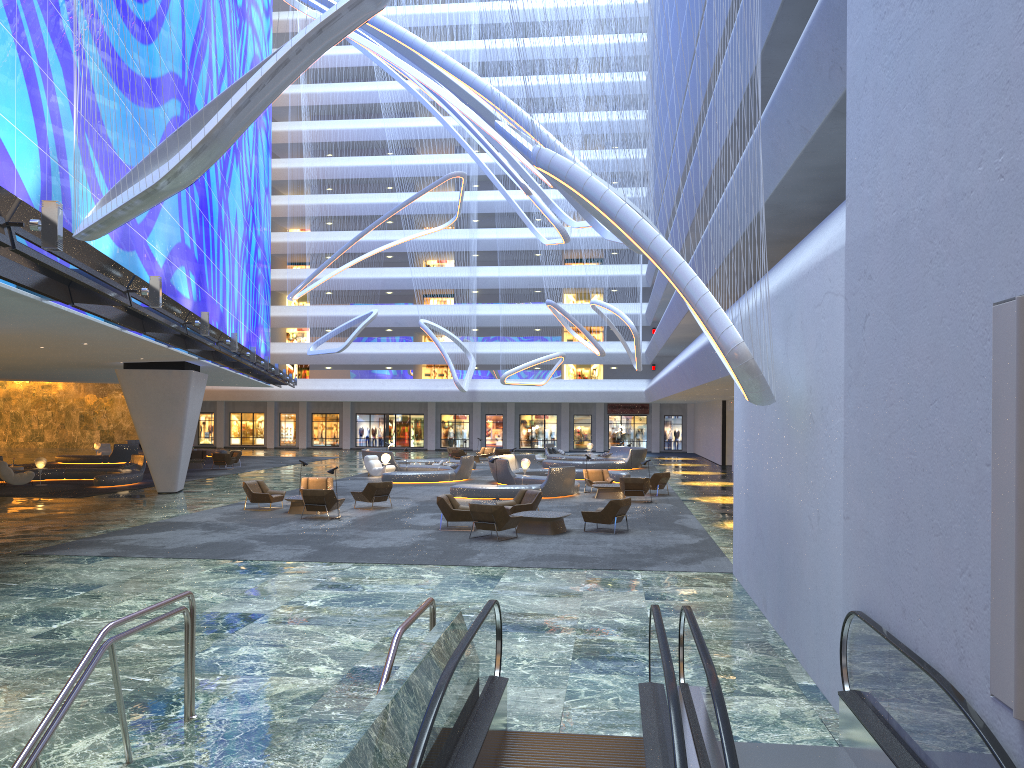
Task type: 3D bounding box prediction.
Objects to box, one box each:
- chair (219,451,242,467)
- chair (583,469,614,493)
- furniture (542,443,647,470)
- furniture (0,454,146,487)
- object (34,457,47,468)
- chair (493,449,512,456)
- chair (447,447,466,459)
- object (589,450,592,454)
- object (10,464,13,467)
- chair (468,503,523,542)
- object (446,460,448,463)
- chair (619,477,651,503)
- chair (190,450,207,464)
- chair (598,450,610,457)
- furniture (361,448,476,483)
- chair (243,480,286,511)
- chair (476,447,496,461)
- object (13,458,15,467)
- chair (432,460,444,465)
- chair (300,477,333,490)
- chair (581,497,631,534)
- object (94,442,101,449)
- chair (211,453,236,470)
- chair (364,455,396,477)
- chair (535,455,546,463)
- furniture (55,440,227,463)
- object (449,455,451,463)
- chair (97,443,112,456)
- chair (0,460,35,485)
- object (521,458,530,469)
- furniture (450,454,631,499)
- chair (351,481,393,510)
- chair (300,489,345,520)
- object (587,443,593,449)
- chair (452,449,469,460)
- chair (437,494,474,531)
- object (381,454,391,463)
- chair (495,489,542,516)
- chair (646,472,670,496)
[{"bbox_3d":[-13.554,3.613,42.642,0.939,0.766,0.929,2,-2,-45],"label":"chair"},{"bbox_3d":[2.893,3.286,29.976,0.929,0.766,0.939,1,-1,-10],"label":"chair"},{"bbox_3d":[4.254,3.726,46.464,5.185,0.969,9.932,0,-2,3],"label":"furniture"},{"bbox_3d":[-18.232,3.122,33.069,9.926,0.969,5.188,0,-2,24],"label":"furniture"},{"bbox_3d":[-16.664,2.782,31.336,0.318,0.387,0.367,0,-1,14],"label":"object"},{"bbox_3d":[-0.504,3.877,47.863,0.929,0.766,0.939,1,-1,-15],"label":"chair"},{"bbox_3d":[-3.106,3.907,49.252,0.929,0.766,0.939,1,-2,-40],"label":"chair"},{"bbox_3d":[4.357,3.797,49.078,0.131,0.252,0.103,0,0,-10],"label":"object"},{"bbox_3d":[-19.860,3.234,35.169,0.151,0.118,0.071,-1,-1,42],"label":"object"},{"bbox_3d":[-0.387,2.878,18.675,0.929,0.766,0.939,0,-1,33],"label":"chair"},{"bbox_3d":[-2.977,3.522,40.385,0.071,0.118,0.151,0,-1,17],"label":"object"},{"bbox_3d":[3.714,3.180,26.727,0.929,0.766,0.939,0,-1,13],"label":"chair"},{"bbox_3d":[-15.255,3.611,42.887,0.929,0.766,0.939,1,-1,-20],"label":"chair"},{"bbox_3d":[5.224,3.901,47.483,0.939,0.766,0.930,-1,-2,40],"label":"chair"},{"bbox_3d":[-4.172,3.382,38.019,5.185,0.969,9.932,0,-2,-1],"label":"furniture"},{"bbox_3d":[-6.742,3.021,24.041,0.938,0.766,0.930,0,-1,15],"label":"chair"},{"bbox_3d":[-1.423,3.930,49.599,0.929,0.766,0.939,0,-1,25],"label":"chair"},{"bbox_3d":[-19.871,3.121,35.322,0.076,0.356,0.066,0,0,-1],"label":"object"},{"bbox_3d":[-3.897,3.738,40.590,1.785,0.501,0.585,1,-1,-29],"label":"chair"},{"bbox_3d":[-5.565,3.071,25.293,0.929,0.766,0.939,1,-1,-10],"label":"chair"},{"bbox_3d":[2.139,2.938,19.937,0.938,0.766,0.930,0,-1,31],"label":"chair"},{"bbox_3d":[-22.123,3.292,47.277,0.367,0.387,0.318,0,-1,14],"label":"object"},{"bbox_3d":[-13.278,3.549,40.696,0.929,0.766,0.939,0,-1,5],"label":"chair"},{"bbox_3d":[-5.474,3.405,36.702,1.157,0.882,0.729,0,-1,26],"label":"chair"},{"bbox_3d":[1.487,3.980,46.640,0.586,0.501,0.491,-1,-1,41],"label":"chair"},{"bbox_3d":[-20.391,3.647,48.842,5.185,0.969,9.932,0,-2,24],"label":"furniture"},{"bbox_3d":[-2.844,3.407,40.461,0.066,0.356,0.076,0,0,-26],"label":"object"},{"bbox_3d":[-22.111,3.690,48.187,0.729,0.882,1.157,1,-1,-39],"label":"chair"},{"bbox_3d":[-17.577,3.143,31.350,1.157,0.882,0.729,1,-1,-39],"label":"chair"},{"bbox_3d":[0.505,2.941,32.737,0.367,0.387,0.318,0,-1,14],"label":"object"},{"bbox_3d":[0.736,3.200,31.735,5.185,0.969,9.932,0,-2,23],"label":"furniture"},{"bbox_3d":[-3.814,3.052,24.403,0.939,0.766,0.930,-1,-2,40],"label":"chair"},{"bbox_3d":[-4.744,2.965,22.044,0.929,0.766,0.939,0,-1,13],"label":"chair"},{"bbox_3d":[4.547,3.625,51.695,0.367,0.387,0.318,1,-1,-11],"label":"object"},{"bbox_3d":[-2.624,3.815,46.470,0.939,0.766,0.929,1,-2,-42],"label":"chair"},{"bbox_3d":[-1.203,2.925,20.187,0.938,0.766,0.930,0,-1,9],"label":"chair"},{"bbox_3d":[-5.100,3.012,35.871,0.367,0.387,0.318,1,-1,-11],"label":"object"},{"bbox_3d":[0.196,2.981,21.567,0.939,0.766,0.929,1,-1,-32],"label":"chair"},{"bbox_3d":[4.645,3.267,29.087,0.939,0.766,0.930,-1,-2,40],"label":"chair"}]
